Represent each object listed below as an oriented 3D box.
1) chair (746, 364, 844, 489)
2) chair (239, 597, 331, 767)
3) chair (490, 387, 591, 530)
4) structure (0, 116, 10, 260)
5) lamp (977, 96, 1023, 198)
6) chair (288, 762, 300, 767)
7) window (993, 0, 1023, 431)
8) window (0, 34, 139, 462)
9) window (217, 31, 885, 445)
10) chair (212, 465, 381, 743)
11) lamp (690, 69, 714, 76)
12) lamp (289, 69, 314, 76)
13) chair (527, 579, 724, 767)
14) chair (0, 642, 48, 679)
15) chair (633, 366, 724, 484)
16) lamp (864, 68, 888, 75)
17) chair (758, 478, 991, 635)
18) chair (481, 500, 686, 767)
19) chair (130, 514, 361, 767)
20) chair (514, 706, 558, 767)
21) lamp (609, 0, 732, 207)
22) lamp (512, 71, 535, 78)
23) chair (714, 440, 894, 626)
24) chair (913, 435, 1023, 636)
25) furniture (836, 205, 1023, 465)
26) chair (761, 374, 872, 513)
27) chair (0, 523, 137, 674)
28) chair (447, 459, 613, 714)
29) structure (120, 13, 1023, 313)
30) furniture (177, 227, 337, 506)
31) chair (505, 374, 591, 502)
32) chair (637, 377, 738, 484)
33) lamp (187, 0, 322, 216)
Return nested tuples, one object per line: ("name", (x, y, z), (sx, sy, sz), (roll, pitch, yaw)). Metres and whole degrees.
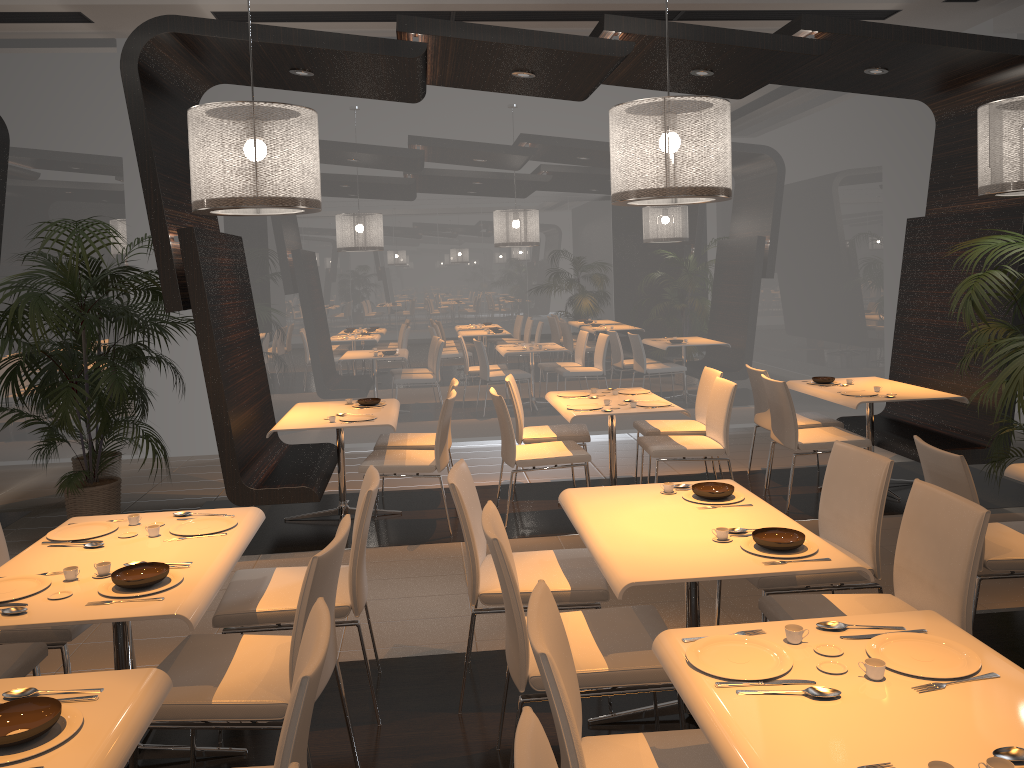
("chair", (2.117, 0.294, 6.699), (0.605, 0.866, 0.486), (-2, 4, -3))
("chair", (-0.687, 0.993, 1.928), (0.605, 0.870, 0.486), (-2, 4, -8))
("chair", (0.174, 0.468, 5.841), (0.605, 0.870, 0.486), (-2, 4, -8))
("structure", (-6.490, -1.166, 5.408), (5.934, 1.721, 1.409), (-3, 5, -6))
("lamp", (2.894, -2.015, 4.830), (0.626, 1.922, 0.629), (0, 4, 26))
("chair", (-0.610, 1.076, 1.240), (0.605, 0.866, 0.486), (-2, 4, 2))
("window", (4.752, -1.142, 4.946), (0.070, 3.958, 6.620), (-2, 6, -6))
("window", (-6.628, -1.124, 7.685), (6.580, 3.965, 0.070), (-2, 3, -6))
("window", (0.530, -1.447, 8.407), (6.580, 3.965, 0.070), (-2, 3, -6))
("chair", (-0.799, 0.805, 3.415), (0.605, 0.866, 0.486), (-2, 4, -8))
("lamp", (1.327, -2.187, 6.175), (0.161, 0.055, 0.162), (-3, 7, -11))
("lamp", (-1.403, -2.092, 5.898), (0.160, 0.054, 0.161), (-2, 7, 0))
("chair", (0.350, 0.947, 2.030), (0.605, 0.870, 0.486), (-2, 4, 2))
("chair", (-1.831, 0.931, 2.688), (0.605, 0.866, 0.486), (-2, 4, -3))
("chair", (1.250, 0.336, 6.602), (0.605, 0.870, 0.486), (-2, 4, -3))
("lamp", (2.595, -2.245, 6.303), (0.161, 0.055, 0.162), (-3, 7, -11))
("chair", (1.192, 0.804, 2.924), (0.605, 0.866, 0.486), (-2, 4, -3))
("chair", (0.218, 0.848, 2.841), (0.605, 0.870, 0.486), (-2, 4, -3))
("chair", (-0.799, 0.896, 2.720), (0.605, 0.870, 0.486), (-2, 4, 2))
("chair", (0.321, 1.027, 1.406), (0.605, 0.870, 0.486), (-2, 4, -3))
("lamp", (0.809, -1.921, 4.619), (0.626, 1.922, 0.629), (-1, 3, 22))
("lamp", (0.079, -2.131, 6.049), (0.161, 0.055, 0.162), (-3, 7, -11))
("chair", (1.192, 0.715, 3.619), (0.605, 0.866, 0.486), (-2, 4, -8))
("chair", (2.054, 0.680, 3.699), (0.605, 0.870, 0.486), (-2, 4, 2))
("furniture", (2.993, -0.398, 6.419), (0.757, 1.668, 1.409), (-2, 5, -6))
("chair", (2.058, 0.380, 6.056), (0.605, 0.870, 0.486), (-2, 4, -3))
("chair", (-1.817, 0.852, 3.304), (0.605, 0.866, 0.486), (-2, 4, 2))
("chair", (0.065, 0.765, 3.513), (0.605, 0.866, 0.486), (-2, 4, 2))
("structure", (0.630, -1.486, 6.127), (5.934, 1.721, 1.409), (-3, 5, -6))
("furniture", (-1.634, -0.190, 5.952), (0.757, 1.668, 1.409), (-2, 5, -6))
("chair", (0.265, 0.374, 6.536), (0.605, 0.866, 0.486), (-2, 4, 2))
("chair", (1.190, 0.418, 5.958), (0.605, 0.866, 0.486), (-2, 4, -3))
("lamp", (-1.309, -1.826, 4.406), (0.626, 1.922, 0.629), (-1, 3, 22))
